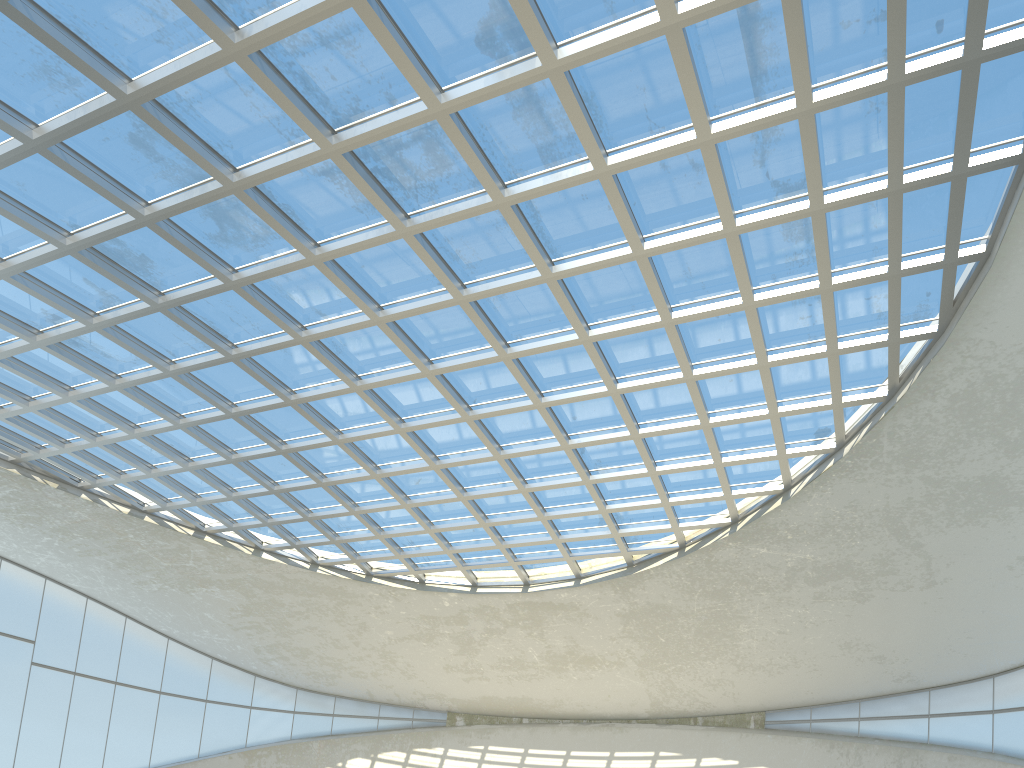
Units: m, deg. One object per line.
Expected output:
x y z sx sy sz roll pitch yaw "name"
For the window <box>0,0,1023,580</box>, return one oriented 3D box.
-14.782 -0.225 46.865 78.197 10.003 88.606 -9 -34 23 "window"
